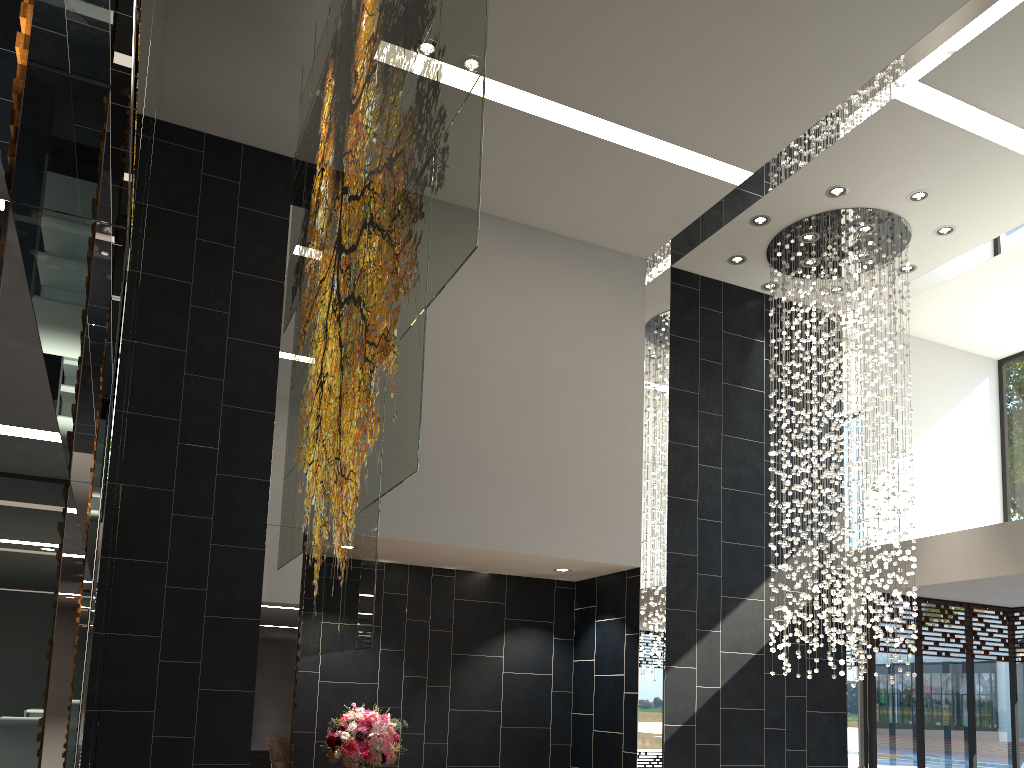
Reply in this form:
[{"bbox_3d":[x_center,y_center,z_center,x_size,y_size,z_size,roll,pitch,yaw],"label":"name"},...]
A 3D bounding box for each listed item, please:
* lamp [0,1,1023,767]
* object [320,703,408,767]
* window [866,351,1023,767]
[{"bbox_3d":[-0.315,-43.062,8.936,398.925,108.725,421.583,2,-19,1],"label":"lamp"},{"bbox_3d":[-1.327,3.191,7.719,0.673,0.644,0.713,11,-17,-32],"label":"object"},{"bbox_3d":[6.257,1.382,7.229,2.381,5.723,6.391,6,-15,-23],"label":"window"}]
